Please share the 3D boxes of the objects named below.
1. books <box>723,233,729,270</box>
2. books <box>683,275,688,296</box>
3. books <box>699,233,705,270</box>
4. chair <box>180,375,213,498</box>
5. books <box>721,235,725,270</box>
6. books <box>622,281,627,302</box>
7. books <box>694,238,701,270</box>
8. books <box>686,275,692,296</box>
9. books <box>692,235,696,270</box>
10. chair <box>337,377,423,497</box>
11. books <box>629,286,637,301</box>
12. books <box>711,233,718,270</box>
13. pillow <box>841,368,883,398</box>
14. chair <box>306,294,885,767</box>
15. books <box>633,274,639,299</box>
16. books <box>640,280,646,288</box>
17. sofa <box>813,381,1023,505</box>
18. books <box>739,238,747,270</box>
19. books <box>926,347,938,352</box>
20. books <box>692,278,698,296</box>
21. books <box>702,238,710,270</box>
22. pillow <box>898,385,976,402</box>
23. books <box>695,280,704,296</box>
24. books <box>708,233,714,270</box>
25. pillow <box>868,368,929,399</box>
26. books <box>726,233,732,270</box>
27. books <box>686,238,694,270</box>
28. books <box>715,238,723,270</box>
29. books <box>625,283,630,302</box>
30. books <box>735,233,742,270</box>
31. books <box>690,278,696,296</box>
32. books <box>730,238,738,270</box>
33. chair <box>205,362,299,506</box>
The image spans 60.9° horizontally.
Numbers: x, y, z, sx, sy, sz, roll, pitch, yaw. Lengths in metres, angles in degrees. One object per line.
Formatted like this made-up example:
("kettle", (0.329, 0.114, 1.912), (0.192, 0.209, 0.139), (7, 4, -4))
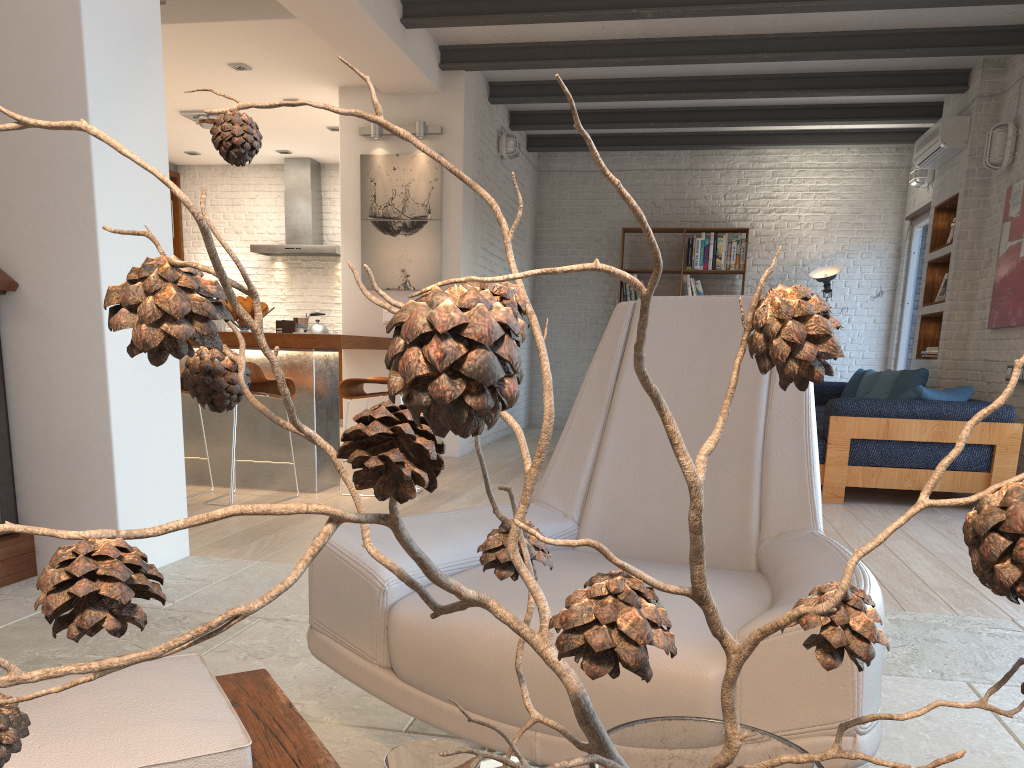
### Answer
("books", (2.285, -1.403, 9.344), (0.036, 0.394, 0.237), (4, 10, 11))
("books", (1.898, -0.983, 9.506), (0.101, 0.394, 0.237), (4, 10, 11))
("books", (2.040, -1.411, 9.371), (0.036, 0.394, 0.237), (4, 10, 11))
("chair", (-1.994, 0.244, 4.917), (0.404, 0.797, 0.410), (4, 10, 11))
("books", (2.253, -1.390, 9.339), (0.020, 0.369, 0.264), (4, 9, 11))
("books", (1.247, -1.008, 9.613), (0.091, 0.395, 0.237), (4, 10, 11))
("books", (1.993, -1.385, 9.382), (0.055, 0.339, 0.248), (4, 9, 11))
("books", (1.931, -0.980, 9.477), (0.103, 0.394, 0.237), (4, 10, 11))
("books", (1.959, -1.401, 9.403), (0.020, 0.369, 0.264), (4, 9, 11))
("chair", (-0.767, 0.269, 5.226), (0.422, 0.797, 0.392), (4, 10, 11))
("books", (1.338, -0.980, 9.628), (0.102, 0.343, 0.248), (4, 9, 11))
("books", (2.170, -1.406, 9.352), (0.036, 0.394, 0.237), (4, 10, 11))
("pillow", (3.243, 0.062, 8.072), (0.243, 0.408, 1.082), (3, 4, 10))
("chair", (0.265, 0.311, 1.799), (1.019, 1.044, 0.953), (5, 8, 27))
("books", (1.388, -1.001, 9.583), (0.121, 0.392, 0.237), (4, 10, 11))
("books", (1.482, -0.968, 9.595), (0.194, 0.327, 0.248), (3, 9, 11))
("sofa", (2.309, 0.339, 7.162), (2.075, 0.677, 3.864), (2, 3, 11))
("books", (2.461, -1.369, 9.320), (0.055, 0.339, 0.248), (4, 9, 11))
("books", (3.515, -0.284, 7.227), (0.132, 0.035, 0.202), (3, 3, 21))
("books", (2.008, -0.961, 9.485), (0.124, 0.358, 0.264), (4, 9, 11))
("books", (2.089, -1.382, 9.383), (0.055, 0.339, 0.248), (4, 9, 11))
("pillow", (2.607, 0.166, 5.515), (0.562, 0.337, 0.368), (-1, 7, -29))
("books", (2.052, -0.950, 9.465), (0.158, 0.338, 0.248), (4, 9, 11))
("books", (2.132, -1.407, 9.349), (0.036, 0.394, 0.237), (4, 10, 11))
("pillow", (2.970, 0.078, 6.773), (0.254, 0.426, 1.185), (3, 4, 11))
("books", (2.318, -1.401, 9.324), (0.036, 0.394, 0.237), (4, 10, 11))
("books", (1.920, -1.388, 9.414), (0.055, 0.339, 0.248), (4, 9, 11))
("books", (2.212, -1.376, 9.335), (0.055, 0.339, 0.248), (4, 9, 11))
("books", (1.285, -1.007, 9.613), (0.091, 0.395, 0.237), (4, 10, 11))
("books", (2.411, -1.398, 9.307), (0.036, 0.394, 0.237), (4, 10, 11))
("books", (1.985, -0.962, 9.480), (0.124, 0.358, 0.264), (4, 9, 11))
("books", (2.362, -1.371, 9.317), (0.055, 0.339, 0.248), (4, 9, 11))
("chair", (-1.466, 0.263, 4.819), (0.404, 0.797, 0.410), (4, 10, 11))
